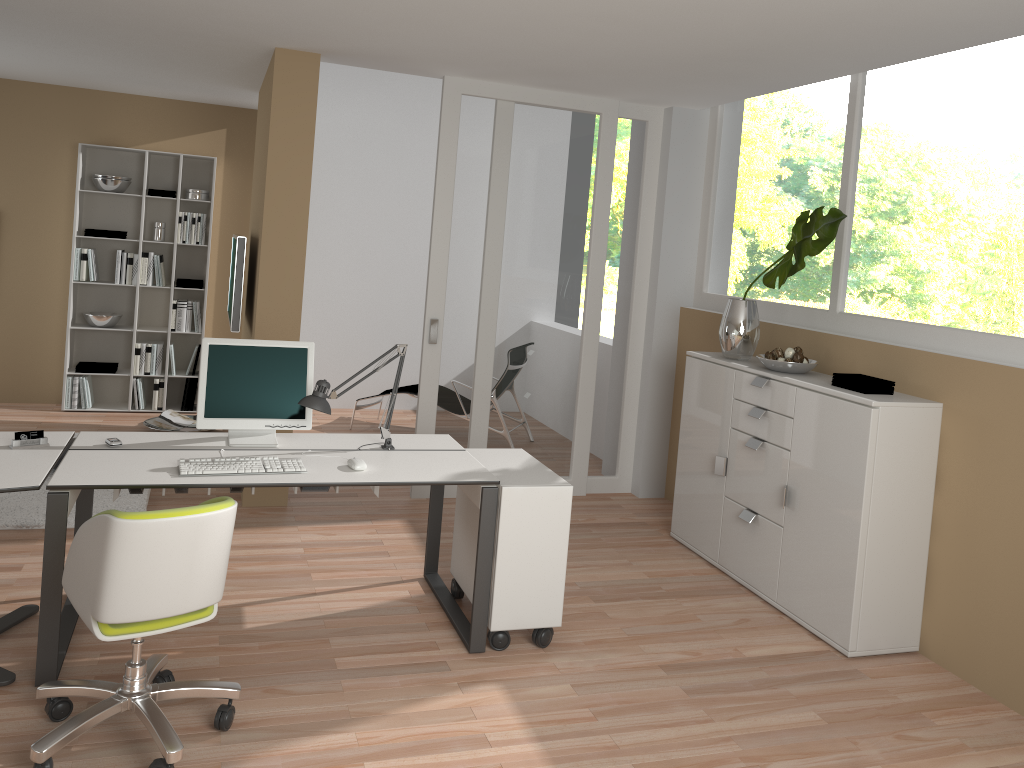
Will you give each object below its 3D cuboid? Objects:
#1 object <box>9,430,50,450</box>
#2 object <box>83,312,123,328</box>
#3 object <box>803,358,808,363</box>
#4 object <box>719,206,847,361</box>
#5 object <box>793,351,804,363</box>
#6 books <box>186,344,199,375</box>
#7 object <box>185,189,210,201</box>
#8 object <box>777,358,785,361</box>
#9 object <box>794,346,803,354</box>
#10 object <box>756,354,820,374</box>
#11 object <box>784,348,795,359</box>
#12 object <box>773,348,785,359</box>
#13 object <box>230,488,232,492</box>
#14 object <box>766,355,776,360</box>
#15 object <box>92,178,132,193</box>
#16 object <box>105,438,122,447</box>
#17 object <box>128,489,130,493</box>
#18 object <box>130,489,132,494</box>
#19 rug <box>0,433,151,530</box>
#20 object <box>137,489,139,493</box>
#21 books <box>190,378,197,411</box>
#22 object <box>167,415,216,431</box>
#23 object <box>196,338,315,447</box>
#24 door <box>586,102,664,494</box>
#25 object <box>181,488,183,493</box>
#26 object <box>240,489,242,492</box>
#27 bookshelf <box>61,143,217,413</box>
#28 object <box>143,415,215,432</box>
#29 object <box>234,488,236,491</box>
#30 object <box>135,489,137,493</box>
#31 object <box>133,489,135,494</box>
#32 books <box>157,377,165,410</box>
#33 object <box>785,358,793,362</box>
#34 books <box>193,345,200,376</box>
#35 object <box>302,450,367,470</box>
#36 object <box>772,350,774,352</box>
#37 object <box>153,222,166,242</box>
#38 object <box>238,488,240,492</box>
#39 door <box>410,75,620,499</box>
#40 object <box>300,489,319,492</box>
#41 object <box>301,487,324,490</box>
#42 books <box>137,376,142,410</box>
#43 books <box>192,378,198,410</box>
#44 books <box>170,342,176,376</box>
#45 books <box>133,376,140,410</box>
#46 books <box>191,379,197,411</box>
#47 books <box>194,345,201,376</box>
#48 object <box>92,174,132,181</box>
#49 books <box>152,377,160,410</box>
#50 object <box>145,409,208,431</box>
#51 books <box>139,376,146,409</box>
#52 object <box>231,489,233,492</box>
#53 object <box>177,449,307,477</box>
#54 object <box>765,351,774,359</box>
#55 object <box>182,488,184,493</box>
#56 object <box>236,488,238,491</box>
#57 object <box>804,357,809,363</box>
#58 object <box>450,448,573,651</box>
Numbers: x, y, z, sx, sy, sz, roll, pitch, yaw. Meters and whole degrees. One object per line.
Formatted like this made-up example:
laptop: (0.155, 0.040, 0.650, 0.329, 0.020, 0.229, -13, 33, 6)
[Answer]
object: (-1.860, 0.214, 3.397, 0.130, 0.055, 0.049, -3, 9, -44)
object: (-3.370, -0.525, 7.245, 0.301, 0.106, 0.299, 10, 10, 35)
object: (1.448, -0.099, 4.398, 0.056, 0.066, 0.053, 1, 6, -34)
object: (1.418, -0.501, 4.570, 0.264, 0.840, 0.868, 4, 5, -22)
object: (1.419, -0.128, 4.362, 0.053, 0.068, 0.053, 4, 5, -11)
books: (-2.717, -0.211, 7.479, 0.085, 0.244, 0.210, 4, 5, -19)
object: (-2.650, -1.590, 7.410, 0.192, 0.089, 0.193, 8, 8, 22)
object: (1.361, -0.100, 4.441, 0.052, 0.065, 0.055, 2, 5, -29)
object: (1.464, -0.158, 4.513, 0.052, 0.070, 0.054, 4, 5, -13)
object: (1.403, -0.097, 4.489, 0.316, 0.063, 0.315, 11, 11, 35)
object: (1.398, -0.150, 4.430, 0.051, 0.066, 0.056, 5, 5, 4)
object: (1.360, -0.154, 4.479, 0.055, 0.063, 0.054, 1, 6, -34)
object: (-1.208, 0.399, 3.841, 0.039, 0.112, 0.134, 4, 6, -19)
object: (1.313, -0.117, 4.468, 0.051, 0.065, 0.057, 4, 5, -6)
object: (-3.280, -1.619, 7.209, 0.301, 0.106, 0.299, 10, 10, 35)
object: (-1.584, 0.232, 3.500, 0.047, 0.021, 0.085, -2, 11, -39)
object: (-1.617, 0.388, 3.700, 0.039, 0.112, 0.134, 4, 6, -19)
object: (-1.610, 0.388, 3.702, 0.039, 0.112, 0.134, 4, 6, -19)
rug: (-2.913, 0.538, 5.295, 1.446, 0.045, 2.051, 2, 9, -19)
object: (-1.584, 0.389, 3.711, 0.039, 0.112, 0.134, 4, 6, -19)
books: (-2.701, 0.077, 7.467, 0.032, 0.267, 0.213, 4, 5, -19)
object: (-2.464, 0.308, 6.776, 0.342, 0.096, 0.505, 2, 9, -19)
object: (-1.090, 0.031, 3.755, 0.465, 0.429, 0.199, 3, 4, -19)
door: (0.362, -0.581, 5.816, 1.185, 2.634, 0.045, 4, 2, -19)
object: (-1.423, 0.393, 3.767, 0.039, 0.112, 0.134, 4, 6, -19)
object: (-1.169, 0.400, 3.855, 0.039, 0.112, 0.134, 4, 6, -19)
bookshelf: (-3.082, -0.863, 7.333, 1.036, 2.131, 0.335, 4, 2, -19)
object: (-2.508, 0.328, 6.732, 0.585, 0.063, 0.591, -4, 12, -44)
object: (-1.195, 0.400, 3.846, 0.039, 0.112, 0.134, 4, 6, -19)
object: (-1.593, 0.389, 3.708, 0.039, 0.112, 0.134, 4, 6, -19)
object: (-1.599, 0.388, 3.706, 0.039, 0.112, 0.134, 4, 6, -19)
books: (-2.938, 0.071, 7.381, 0.040, 0.257, 0.210, 4, 5, -19)
object: (1.386, -0.100, 4.395, 0.056, 0.063, 0.054, 0, 7, -42)
books: (-2.683, -0.208, 7.488, 0.043, 0.241, 0.221, 4, 5, -19)
object: (-0.723, 0.315, 3.556, 0.140, 0.079, 0.374, -1, 10, -40)
object: (1.382, -0.147, 4.597, 0.052, 0.064, 0.056, 1, 6, -40)
object: (-2.923, -1.262, 7.297, 0.093, 0.161, 0.094, 4, 4, -5)
object: (-1.178, 0.400, 3.852, 0.039, 0.112, 0.134, 4, 6, -19)
door: (0.036, -0.581, 5.644, 1.185, 2.634, 0.060, 4, 2, -19)
object: (-0.893, 0.463, 3.953, 0.119, 0.002, 0.135, 2, 9, -19)
object: (-0.890, 0.454, 3.954, 0.119, 0.002, 0.135, 2, 9, -19)
books: (-3.094, 0.068, 7.325, 0.058, 0.256, 0.210, 4, 5, -19)
books: (-2.691, 0.075, 7.470, 0.032, 0.272, 0.221, 4, 5, -19)
books: (-2.851, -0.214, 7.398, 0.060, 0.258, 0.210, 4, 5, -19)
books: (-3.120, 0.064, 7.320, 0.060, 0.258, 0.210, 4, 5, -19)
books: (-2.696, 0.078, 7.469, 0.032, 0.267, 0.213, 4, 5, -19)
books: (-2.676, -0.205, 7.491, 0.043, 0.237, 0.213, 4, 5, -19)
object: (-3.278, -1.646, 7.208, 0.301, 0.106, 0.299, 10, 10, 35)
books: (-2.975, 0.070, 7.364, 0.040, 0.257, 0.210, 4, 5, -19)
object: (-2.505, 0.298, 6.746, 0.500, 0.096, 0.346, 6, 9, 10)
books: (-3.083, 0.063, 7.345, 0.058, 0.256, 0.210, 4, 5, -19)
object: (-1.204, 0.399, 3.843, 0.039, 0.112, 0.134, 4, 6, -19)
object: (-1.063, 0.308, 3.423, 0.455, 0.079, 0.392, 1, 9, -24)
object: (1.339, -0.139, 4.565, 0.056, 0.061, 0.055, 7, 6, 24)
object: (-1.419, 0.393, 3.768, 0.039, 0.112, 0.134, 4, 6, -19)
object: (-1.186, 0.400, 3.849, 0.039, 0.112, 0.134, 4, 6, -19)
object: (1.497, -0.110, 4.519, 0.054, 0.063, 0.056, 4, 5, -8)
object: (-0.025, 0.688, 3.791, 0.308, 0.671, 0.629, 4, 5, -19)
